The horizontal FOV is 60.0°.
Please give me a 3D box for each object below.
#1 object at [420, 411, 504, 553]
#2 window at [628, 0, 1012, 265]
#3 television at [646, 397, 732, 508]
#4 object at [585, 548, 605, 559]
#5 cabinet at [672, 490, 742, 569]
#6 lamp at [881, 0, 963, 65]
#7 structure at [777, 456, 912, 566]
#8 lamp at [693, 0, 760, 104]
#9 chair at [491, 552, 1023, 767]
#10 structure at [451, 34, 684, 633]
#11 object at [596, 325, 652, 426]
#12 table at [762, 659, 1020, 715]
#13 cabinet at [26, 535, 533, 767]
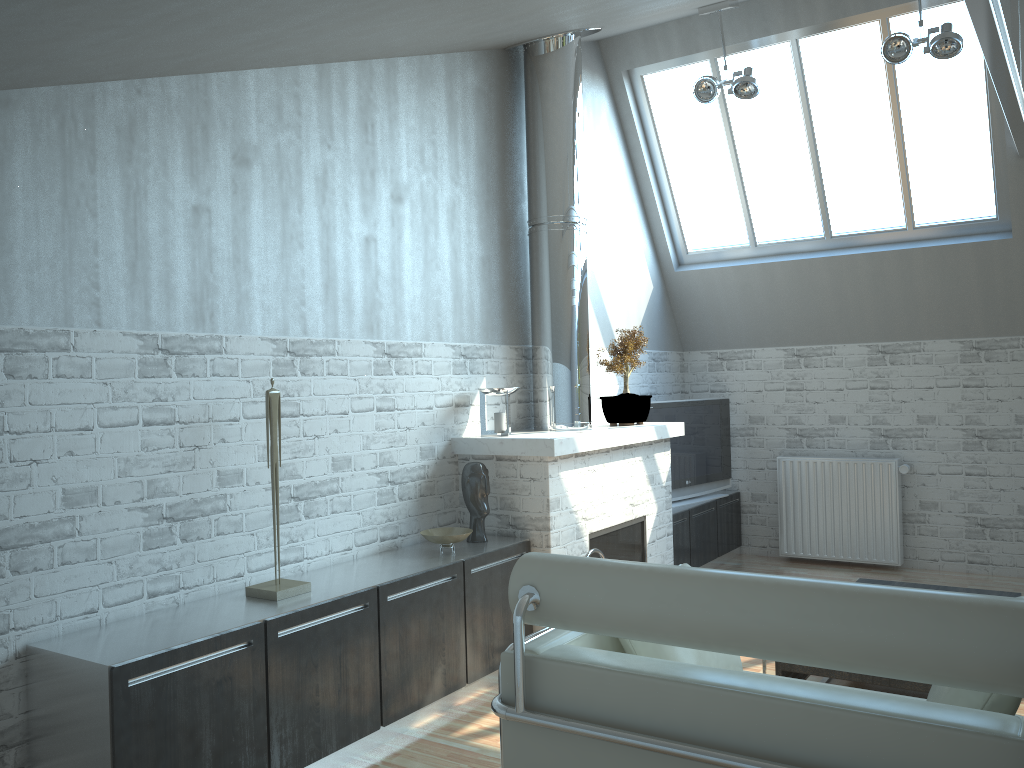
[{"bbox_3d":[1.501,1.516,7.654,4.859,2.558,1.528,-2,0,32],"label":"object"},{"bbox_3d":[4.146,-3.333,12.221,4.651,2.787,1.897,-2,0,33],"label":"window"},{"bbox_3d":[2.488,0.996,13.194,0.592,1.514,2.577,-2,0,43],"label":"television"},{"bbox_3d":[0.844,2.250,9.083,0.412,1.124,0.584,-2,0,33],"label":"object"},{"bbox_3d":[2.420,2.264,13.153,0.908,1.016,3.234,-2,0,33],"label":"cabinet"},{"bbox_3d":[4.421,-4.139,9.649,0.808,1.172,0.619,-2,0,37],"label":"lamp"},{"bbox_3d":[4.946,1.858,13.204,1.892,1.524,0.508,-2,0,33],"label":"structure"},{"bbox_3d":[2.574,-4.087,10.863,0.808,1.172,0.619,-2,0,37],"label":"lamp"},{"bbox_3d":[1.498,1.794,4.425,2.507,2.001,2.201,-2,0,33],"label":"chair"},{"bbox_3d":[0.734,-0.770,10.423,1.309,7.180,3.302,-2,0,33],"label":"structure"},{"bbox_3d":[1.351,-0.119,11.037,0.572,1.265,1.115,-2,0,37],"label":"object"},{"bbox_3d":[3.007,2.298,7.055,1.726,0.867,1.015,-2,0,33],"label":"table"},{"bbox_3d":[-1.427,2.242,7.281,0.914,1.270,4.572,-2,0,33],"label":"cabinet"}]
